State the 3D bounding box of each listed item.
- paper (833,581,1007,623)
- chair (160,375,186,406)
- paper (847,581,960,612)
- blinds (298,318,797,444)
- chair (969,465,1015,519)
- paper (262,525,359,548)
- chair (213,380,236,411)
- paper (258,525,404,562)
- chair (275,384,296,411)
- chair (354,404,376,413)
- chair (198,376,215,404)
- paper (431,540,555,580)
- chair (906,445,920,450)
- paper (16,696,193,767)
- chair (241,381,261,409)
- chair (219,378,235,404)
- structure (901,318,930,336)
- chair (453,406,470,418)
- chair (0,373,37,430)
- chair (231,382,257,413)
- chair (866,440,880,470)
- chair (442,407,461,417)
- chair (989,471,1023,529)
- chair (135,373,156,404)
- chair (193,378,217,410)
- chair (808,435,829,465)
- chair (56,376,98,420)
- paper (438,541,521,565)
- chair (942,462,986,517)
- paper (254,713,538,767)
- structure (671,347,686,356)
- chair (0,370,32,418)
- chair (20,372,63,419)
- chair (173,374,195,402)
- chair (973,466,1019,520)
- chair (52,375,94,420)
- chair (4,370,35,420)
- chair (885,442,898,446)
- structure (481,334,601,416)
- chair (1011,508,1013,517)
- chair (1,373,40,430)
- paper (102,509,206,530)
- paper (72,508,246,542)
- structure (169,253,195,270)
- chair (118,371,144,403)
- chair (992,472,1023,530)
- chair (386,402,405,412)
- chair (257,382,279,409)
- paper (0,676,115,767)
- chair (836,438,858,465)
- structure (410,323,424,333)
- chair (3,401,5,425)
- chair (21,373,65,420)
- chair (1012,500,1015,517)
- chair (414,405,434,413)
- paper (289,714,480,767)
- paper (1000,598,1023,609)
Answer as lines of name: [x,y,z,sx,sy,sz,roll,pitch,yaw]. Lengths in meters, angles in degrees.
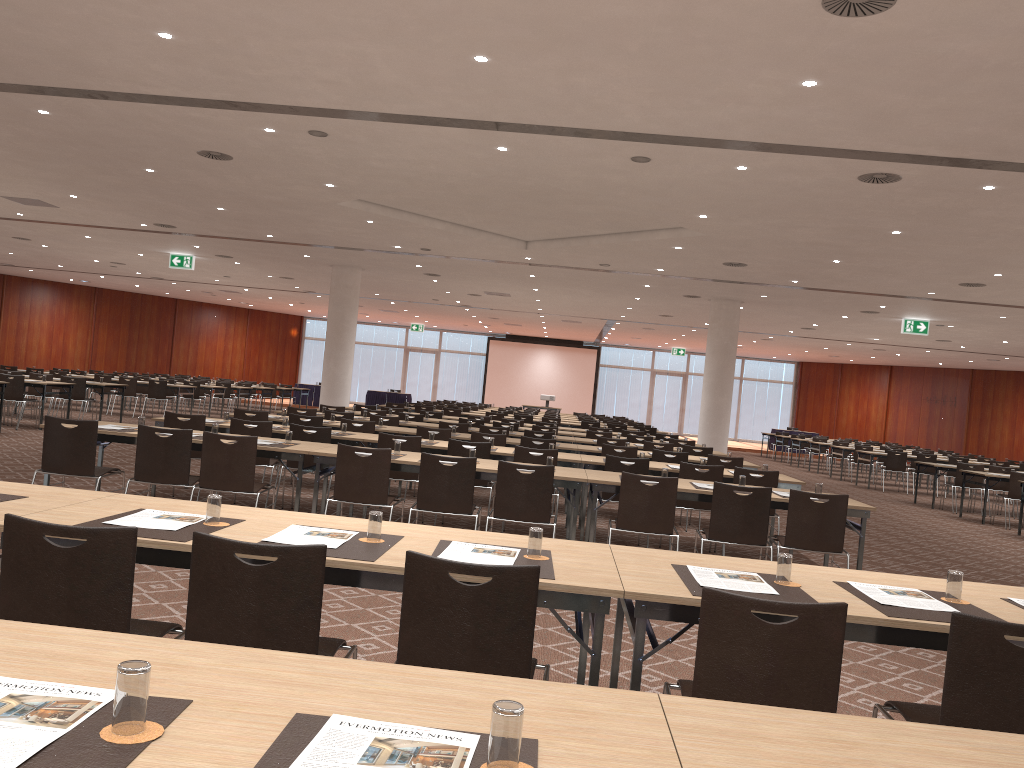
paper: [1.521,0.819,3.306,0.460,0.003,0.565,5,0,1]
chair: [-10.318,0.226,27.089,0.535,0.939,0.613,5,0,0]
paper: [1.489,0.813,3.400,0.283,0.006,0.398,5,0,3]
blinds: [1.402,-0.140,40.817,22.850,3.816,0.115,5,0,3]
chair: [8.979,1.984,16.517,0.535,0.939,0.614,5,0,2]
paper: [-0.783,0.598,3.487,0.283,0.006,0.398,5,0,3]
chair: [-8.768,0.373,27.004,0.535,0.939,0.614,5,0,5]
paper: [-0.696,0.609,3.427,0.460,0.003,0.565,5,0,4]
chair: [-7.858,0.486,30.879,0.535,0.939,0.614,5,0,3]
chair: [-2.850,0.866,17.166,0.535,0.939,0.614,5,0,3]
chair: [-10.785,0.210,31.121,0.535,0.939,0.614,5,0,2]
paper: [-0.073,0.668,3.403,0.460,0.003,0.565,5,0,1]
chair: [12.510,2.398,27.899,0.535,0.939,0.614,5,0,5]
paper: [-0.837,0.582,1.412,0.460,0.003,0.565,5,0,0]
chair: [-9.108,0.368,30.948,0.535,0.939,0.614,5,0,2]
chair: [-10.070,0.278,31.141,0.535,0.939,0.614,5,0,1]
structure: [9.362,-1.326,20.591,0.587,0.346,0.105,5,0,3]
chair: [-1.309,1.050,22.631,0.535,0.939,0.614,5,0,4]
chair: [-8.691,0.300,15.483,0.535,0.939,0.614,5,0,2]
chair: [-8.088,0.437,26.886,0.535,0.939,0.614,5,0,5]
chair: [12.040,2.367,29.869,0.535,0.939,0.614,5,0,1]
chair: [-1.414,1.026,20.557,0.535,0.939,0.614,5,0,4]
chair: [8.289,1.905,14.551,0.535,0.939,0.614,5,0,6]
chair: [-11.031,0.158,27.047,0.535,0.939,0.614,5,0,6]
chair: [-9.384,0.315,27.098,0.535,0.939,0.614,5,0,4]
chair: [10.417,2.214,30.017,0.535,0.939,0.614,5,0,5]
chair: [-8.522,0.330,17.403,0.535,0.939,0.614,5,0,2]
paper: [-0.122,0.660,3.455,0.283,0.006,0.398,5,0,5]
chair: [8.432,1.932,16.473,0.535,0.939,0.614,5,0,3]
paper: [-0.191,0.643,1.390,0.460,0.003,0.565,5,0,2]
structure: [7.257,-1.401,38.672,0.587,0.346,0.105,5,0,3]
chair: [-9.931,0.197,17.597,0.535,0.939,0.614,5,0,6]
chair: [-9.268,0.260,17.518,0.535,0.939,0.614,5,0,1]
chair: [-11.449,0.147,31.076,0.535,0.939,0.614,5,0,1]
chair: [9.046,1.990,16.513,0.535,0.939,0.614,5,0,0]
chair: [-8.601,0.322,17.407,0.535,0.939,0.614,5,0,1]
chair: [-9.865,0.204,17.593,0.535,0.939,0.614,5,0,2]
chair: [12.640,2.423,29.755,0.535,0.939,0.614,5,0,3]
structure: [1.319,-0.364,40.442,5.158,3.525,0.395,5,0,3]
chair: [9.705,2.052,16.403,0.535,0.939,0.614,5,0,3]
chair: [-8.646,0.305,15.481,0.535,0.939,0.614,5,0,6]
paper: [-1.401,0.539,3.536,0.283,0.006,0.398,5,0,1]
paper: [-1.368,0.546,3.458,0.460,0.003,0.565,5,0,5]
structure: [-8.014,-2.969,21.544,0.587,0.346,0.105,5,0,3]
chair: [-11.657,0.100,27.222,0.535,0.939,0.614,5,0,1]
chair: [8.340,1.910,14.549,0.535,0.939,0.614,5,0,5]
chair: [-2.723,0.903,20.664,0.535,0.939,0.614,5,0,5]
chair: [-8.499,0.426,30.996,0.535,0.939,0.614,5,0,6]
paper: [-0.892,0.574,1.513,0.283,0.006,0.398,5,0,2]
chair: [11.321,2.298,29.827,0.535,0.939,0.614,5,0,1]
structure: [-4.190,-2.483,39.300,0.587,0.346,0.105,5,0,3]
chair: [-9.301,0.243,15.559,0.535,0.939,0.614,5,0,3]
chair: [-9.219,0.264,17.515,0.535,0.939,0.614,5,0,4]
chair: [9.723,2.054,16.402,0.535,0.939,0.614,5,0,2]
chair: [-2.058,0.966,20.670,0.535,0.939,0.614,5,0,4]
paper: [-0.219,0.637,1.471,0.283,0.006,0.398,5,0,6]
paper: [2.181,0.881,3.278,0.460,0.003,0.565,5,0,3]
